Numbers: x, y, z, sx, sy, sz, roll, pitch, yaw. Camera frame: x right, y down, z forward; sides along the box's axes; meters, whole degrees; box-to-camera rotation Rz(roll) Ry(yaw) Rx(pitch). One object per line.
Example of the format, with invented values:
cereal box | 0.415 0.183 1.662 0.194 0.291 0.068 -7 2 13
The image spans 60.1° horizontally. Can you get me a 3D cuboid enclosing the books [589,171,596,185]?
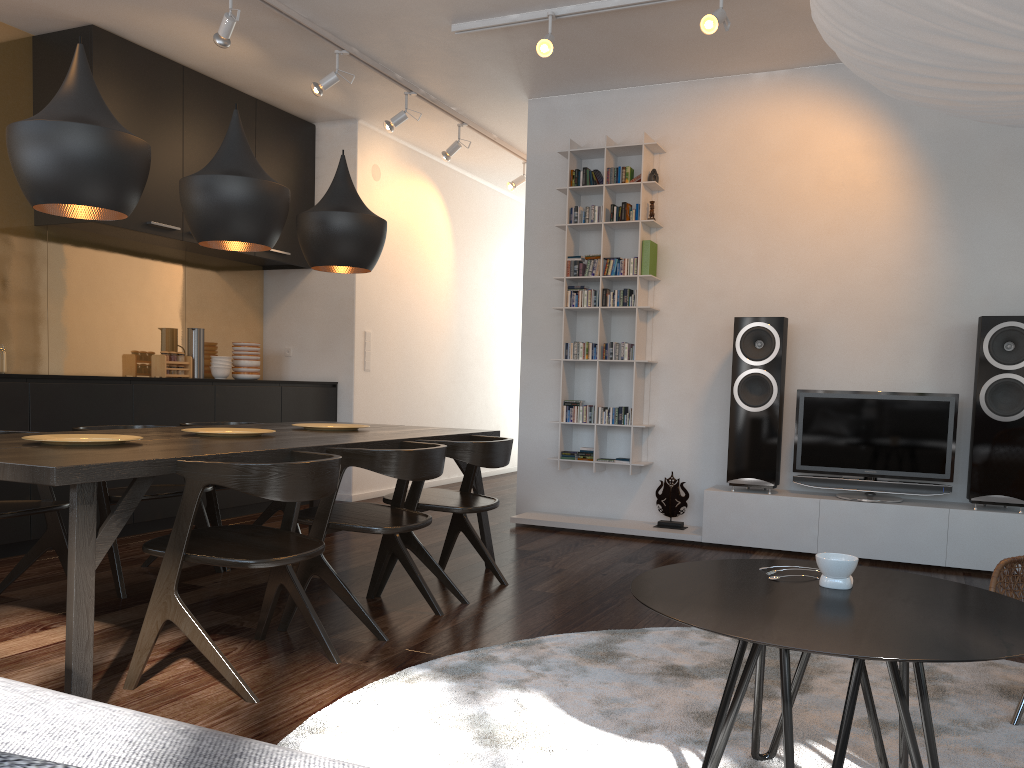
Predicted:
books | 0.502 -1.272 5.498 0.028 0.094 0.069 3 3 25

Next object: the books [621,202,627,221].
books | 0.695 -1.050 5.425 0.029 0.116 0.074 4 3 25

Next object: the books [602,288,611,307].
books | 0.589 -0.534 5.521 0.029 0.116 0.074 4 3 25

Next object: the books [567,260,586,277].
books | 0.409 -0.723 5.593 0.101 0.105 0.095 3 2 24

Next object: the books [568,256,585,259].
books | 0.408 -0.796 5.580 0.093 0.014 0.069 2 0 30

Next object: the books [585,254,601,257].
books | 0.523 -0.798 5.530 0.111 0.014 0.093 2 0 24

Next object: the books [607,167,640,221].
books | 0.701 -1.159 5.446 0.228 0.334 0.107 3 4 25

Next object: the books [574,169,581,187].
books | 0.414 -1.282 5.535 0.023 0.108 0.069 4 3 25

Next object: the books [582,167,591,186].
books | 0.464 -1.284 5.515 0.029 0.116 0.074 4 3 25

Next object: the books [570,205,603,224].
books | 0.485 -1.055 5.549 0.221 0.113 0.108 2 2 24

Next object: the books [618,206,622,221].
books | 0.672 -1.039 5.434 0.020 0.093 0.069 4 3 25

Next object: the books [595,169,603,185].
books | 0.547 -1.274 5.478 0.057 0.099 0.069 3 3 24

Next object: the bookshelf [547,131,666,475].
bookshelf | 0.591 -0.480 5.582 0.638 2.084 0.226 3 5 24

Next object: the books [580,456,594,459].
books | 0.485 0.463 5.611 0.092 0.014 0.069 2 0 24

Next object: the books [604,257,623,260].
books | 0.630 -0.775 5.479 0.107 0.008 0.069 2 0 24

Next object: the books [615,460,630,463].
books | 0.701 0.485 5.528 0.092 0.014 0.069 2 0 24

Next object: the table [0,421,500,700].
table | -1.080 0.541 3.502 1.105 0.682 2.496 2 0 25

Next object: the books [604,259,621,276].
books | 0.625 -0.718 5.492 0.088 0.108 0.095 3 3 24

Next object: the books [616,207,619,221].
books | 0.657 -1.038 5.442 0.014 0.093 0.069 4 3 25

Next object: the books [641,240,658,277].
books | 0.848 -0.766 5.454 0.049 0.215 0.165 4 3 25

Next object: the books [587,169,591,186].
books | 0.484 -1.277 5.505 0.019 0.099 0.074 4 3 25

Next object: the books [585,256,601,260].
books | 0.518 -0.783 5.523 0.107 0.018 0.069 2 0 24

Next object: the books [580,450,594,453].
books | 0.486 0.426 5.609 0.092 0.014 0.069 2 0 24

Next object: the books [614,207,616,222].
books | 0.645 -1.039 5.448 0.014 0.093 0.069 4 3 25

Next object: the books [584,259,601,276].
books | 0.521 -0.722 5.543 0.114 0.108 0.095 3 3 24

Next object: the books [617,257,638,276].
books | 0.729 -0.719 5.455 0.136 0.113 0.122 2 2 24

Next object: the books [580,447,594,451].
books | 0.487 0.412 5.608 0.092 0.014 0.069 2 0 24

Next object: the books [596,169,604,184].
books | 0.556 -1.274 5.474 0.057 0.099 0.069 3 3 24

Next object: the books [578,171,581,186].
books | 0.432 -1.274 5.530 0.014 0.093 0.069 4 3 25

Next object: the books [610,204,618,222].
books | 0.627 -1.047 5.452 0.023 0.108 0.069 4 3 25

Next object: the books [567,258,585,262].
books | 0.405 -0.782 5.585 0.092 0.014 0.069 2 0 24

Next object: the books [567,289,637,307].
books | 0.578 -0.533 5.545 0.467 0.113 0.122 2 2 24

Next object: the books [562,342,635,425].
books | 0.559 -0.006 5.581 0.469 0.513 0.122 3 4 24

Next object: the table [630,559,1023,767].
table | 0.673 0.694 1.906 0.845 0.474 0.846 2 1 27

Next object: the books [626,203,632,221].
books | 0.717 -1.045 5.417 0.016 0.108 0.069 4 4 25

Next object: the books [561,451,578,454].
books | 0.377 0.436 5.659 0.107 0.009 0.069 2 0 24

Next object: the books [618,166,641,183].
books | 0.738 -1.271 5.422 0.160 0.111 0.101 2 2 24

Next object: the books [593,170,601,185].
books | 0.539 -1.274 5.482 0.057 0.099 0.069 3 3 24

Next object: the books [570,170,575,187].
books | 0.386 -1.283 5.553 0.016 0.108 0.069 4 4 25

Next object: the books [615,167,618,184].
books | 0.654 -1.271 5.444 0.012 0.108 0.069 4 4 25

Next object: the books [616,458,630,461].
books | 0.704 0.472 5.522 0.093 0.014 0.069 2 0 30

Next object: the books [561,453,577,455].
books | 0.371 0.447 5.661 0.092 0.015 0.069 2 0 24

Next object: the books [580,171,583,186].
books | 0.446 -1.274 5.525 0.014 0.093 0.069 4 3 25

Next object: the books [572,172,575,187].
books | 0.398 -1.275 5.544 0.014 0.093 0.069 4 3 25

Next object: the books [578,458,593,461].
books | 0.479 0.478 5.618 0.107 0.016 0.069 2 0 24

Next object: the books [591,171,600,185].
books | 0.523 -1.271 5.488 0.046 0.091 0.069 3 3 24

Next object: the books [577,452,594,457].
books | 0.478 0.445 5.611 0.107 0.023 0.069 2 0 24
